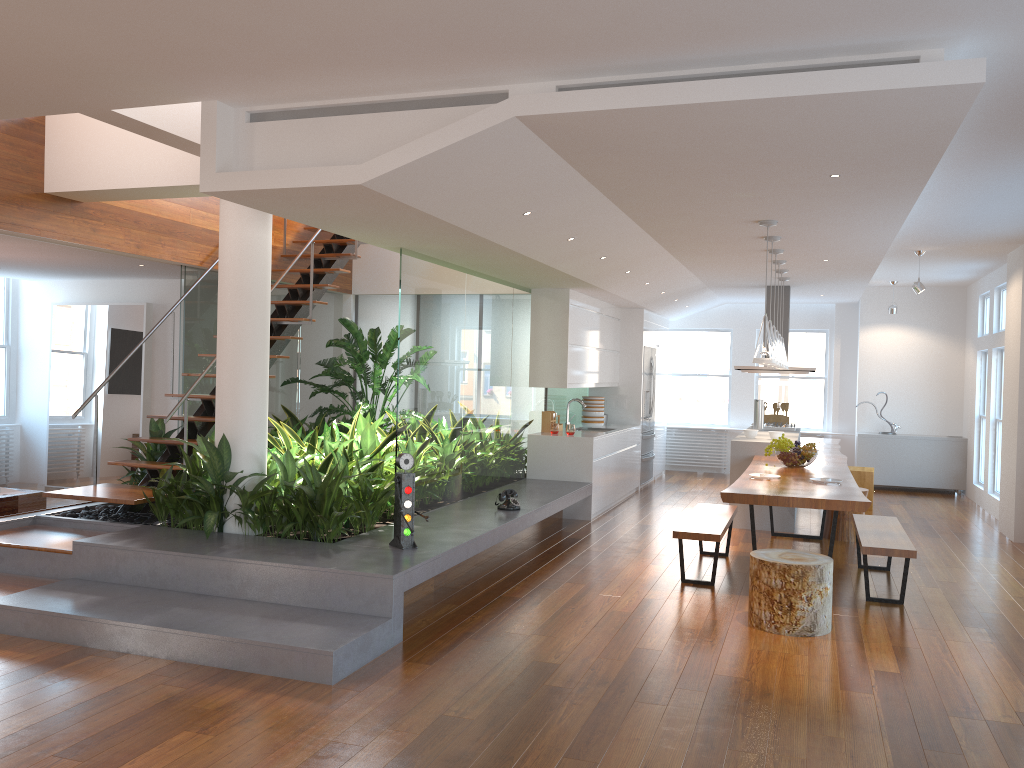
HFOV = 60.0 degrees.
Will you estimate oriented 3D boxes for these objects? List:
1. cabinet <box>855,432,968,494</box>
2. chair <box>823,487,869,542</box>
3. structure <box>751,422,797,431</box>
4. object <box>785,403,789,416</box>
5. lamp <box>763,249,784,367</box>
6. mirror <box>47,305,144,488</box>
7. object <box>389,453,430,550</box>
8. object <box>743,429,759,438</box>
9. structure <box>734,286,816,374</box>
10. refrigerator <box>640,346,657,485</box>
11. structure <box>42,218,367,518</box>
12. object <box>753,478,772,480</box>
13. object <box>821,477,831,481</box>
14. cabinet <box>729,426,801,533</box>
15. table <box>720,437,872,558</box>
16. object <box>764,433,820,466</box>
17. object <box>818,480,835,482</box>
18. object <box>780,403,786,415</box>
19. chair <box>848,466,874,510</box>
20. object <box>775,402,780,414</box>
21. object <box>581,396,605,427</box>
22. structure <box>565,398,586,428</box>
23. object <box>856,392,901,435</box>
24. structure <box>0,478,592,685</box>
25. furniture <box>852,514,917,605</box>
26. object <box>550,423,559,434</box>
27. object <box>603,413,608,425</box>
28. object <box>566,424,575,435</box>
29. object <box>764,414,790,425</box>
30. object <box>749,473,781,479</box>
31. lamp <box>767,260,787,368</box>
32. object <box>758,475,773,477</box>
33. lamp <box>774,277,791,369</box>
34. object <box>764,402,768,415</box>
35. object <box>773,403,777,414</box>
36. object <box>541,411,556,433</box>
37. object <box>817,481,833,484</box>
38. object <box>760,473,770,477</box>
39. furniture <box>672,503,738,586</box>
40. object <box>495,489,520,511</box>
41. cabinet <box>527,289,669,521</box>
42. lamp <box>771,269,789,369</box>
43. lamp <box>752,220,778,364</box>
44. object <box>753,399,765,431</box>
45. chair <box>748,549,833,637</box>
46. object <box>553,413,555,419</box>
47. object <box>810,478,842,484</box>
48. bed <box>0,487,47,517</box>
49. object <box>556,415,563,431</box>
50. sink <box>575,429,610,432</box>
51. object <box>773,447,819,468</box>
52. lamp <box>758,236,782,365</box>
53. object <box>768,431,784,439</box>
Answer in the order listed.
[{"bbox_3d":[5.252,1.038,11.721,1.309,0.725,0.420,2,1,19],"label":"cabinet"},{"bbox_3d":[3.024,1.177,8.067,0.396,0.455,0.402,2,1,9],"label":"chair"},{"bbox_3d":[3.136,0.501,10.607,0.520,0.073,0.650,2,1,19],"label":"structure"},{"bbox_3d":[3.401,0.381,10.998,0.057,0.294,0.030,2,1,19],"label":"object"},{"bbox_3d":[2.238,-0.681,7.559,0.160,1.060,0.160,1,1,-44],"label":"lamp"},{"bbox_3d":[-4.638,0.145,9.854,1.267,2.044,0.049,2,1,19],"label":"mirror"},{"bbox_3d":[-0.602,0.696,5.238,0.134,0.565,0.318,1,1,-35],"label":"object"},{"bbox_3d":[2.390,0.500,8.880,0.152,0.082,0.152,1,1,-32],"label":"object"},{"bbox_3d":[3.163,-0.829,10.563,0.909,1.405,0.900,2,1,19],"label":"structure"},{"bbox_3d":[1.502,0.404,11.598,0.725,1.772,0.908,2,1,19],"label":"refrigerator"},{"bbox_3d":[-1.302,-0.971,7.794,2.552,4.265,4.591,2,1,19],"label":"structure"},{"bbox_3d":[1.807,0.686,6.404,0.164,0.006,0.017,2,1,24],"label":"object"},{"bbox_3d":[2.236,0.684,6.315,0.070,0.030,0.079,1,1,-28],"label":"object"},{"bbox_3d":[2.827,0.956,9.743,0.597,0.832,2.936,2,1,19],"label":"cabinet"},{"bbox_3d":[2.694,1.036,8.314,0.893,0.704,5.996,2,1,19],"label":"table"},{"bbox_3d":[2.336,0.553,7.376,0.394,0.284,0.292,1,1,-17],"label":"object"},{"bbox_3d":[2.235,0.695,6.316,0.124,0.011,0.124,1,1,1],"label":"object"},{"bbox_3d":[3.360,0.380,10.993,0.068,0.298,0.039,2,1,19],"label":"object"},{"bbox_3d":[3.931,1.179,10.099,0.344,0.430,0.549,2,1,23],"label":"chair"},{"bbox_3d":[3.299,0.377,11.011,0.057,0.299,0.019,2,1,19],"label":"object"},{"bbox_3d":[0.960,0.329,10.522,0.267,0.356,0.266,2,1,44],"label":"object"},{"bbox_3d":[0.725,0.426,10.017,0.248,0.536,0.115,2,1,19],"label":"structure"},{"bbox_3d":[4.890,0.383,11.794,0.590,0.563,0.210,1,1,-10],"label":"object"},{"bbox_3d":[-1.367,1.123,7.126,3.088,0.386,5.584,2,1,19],"label":"structure"},{"bbox_3d":[2.588,1.221,6.234,0.316,0.389,1.433,2,1,19],"label":"furniture"},{"bbox_3d":[0.433,0.455,9.043,0.094,0.106,0.094,2,1,24],"label":"object"},{"bbox_3d":[1.050,0.409,10.899,0.284,0.196,0.265,1,1,-29],"label":"object"},{"bbox_3d":[0.590,0.461,8.941,0.094,0.106,0.094,2,1,24],"label":"object"},{"bbox_3d":[3.267,0.455,11.033,0.353,0.157,0.084,2,1,19],"label":"object"},{"bbox_3d":[1.852,0.678,6.496,0.222,0.020,0.222,1,1,-31],"label":"object"},{"bbox_3d":[2.471,-0.684,8.244,0.160,1.060,0.160,1,1,-44],"label":"lamp"},{"bbox_3d":[1.852,0.683,6.496,0.124,0.011,0.124,2,1,40],"label":"object"},{"bbox_3d":[2.935,-0.691,9.613,0.160,1.060,0.160,1,1,-44],"label":"lamp"},{"bbox_3d":[3.160,0.372,11.080,0.055,0.299,0.027,2,1,19],"label":"object"},{"bbox_3d":[3.273,0.376,11.041,0.061,0.299,0.040,2,1,16],"label":"object"},{"bbox_3d":[0.388,0.396,9.345,0.104,0.222,0.200,2,1,19],"label":"object"},{"bbox_3d":[2.214,0.691,6.211,0.158,0.017,0.019,2,1,14],"label":"object"},{"bbox_3d":[1.852,0.672,6.496,0.070,0.030,0.079,1,1,-18],"label":"object"},{"bbox_3d":[1.459,1.187,6.617,0.316,0.389,1.433,2,1,19],"label":"furniture"},{"bbox_3d":[-0.041,0.890,6.861,0.216,0.155,0.181,1,1,-17],"label":"object"},{"bbox_3d":[1.217,0.191,10.910,0.676,2.280,4.565,2,1,19],"label":"cabinet"},{"bbox_3d":[2.703,-0.687,8.929,0.160,1.060,0.160,1,1,-44],"label":"lamp"},{"bbox_3d":[1.774,-0.674,6.190,0.160,1.060,0.160,1,1,-44],"label":"lamp"},{"bbox_3d":[2.857,0.357,10.217,0.172,0.356,0.120,1,1,-23],"label":"object"},{"bbox_3d":[1.615,1.201,5.150,0.460,0.400,0.460,2,1,29],"label":"chair"},{"bbox_3d":[0.435,0.404,9.365,0.040,0.192,0.042,1,1,-21],"label":"object"},{"bbox_3d":[2.236,0.691,6.315,0.222,0.020,0.222,2,1,11],"label":"object"},{"bbox_3d":[-5.516,0.900,7.079,2.314,0.595,2.207,2,1,19],"label":"bed"},{"bbox_3d":[0.480,0.421,9.575,0.100,0.170,0.173,2,1,20],"label":"object"},{"bbox_3d":[0.895,0.628,9.930,0.449,0.192,0.666,2,1,19],"label":"sink"},{"bbox_3d":[2.353,0.617,7.355,0.360,0.159,0.360,1,1,-18],"label":"object"},{"bbox_3d":[2.006,-0.678,6.874,0.160,1.060,0.160,1,1,-44],"label":"lamp"},{"bbox_3d":[2.586,0.508,8.683,0.152,0.082,0.152,1,1,-21],"label":"object"}]
